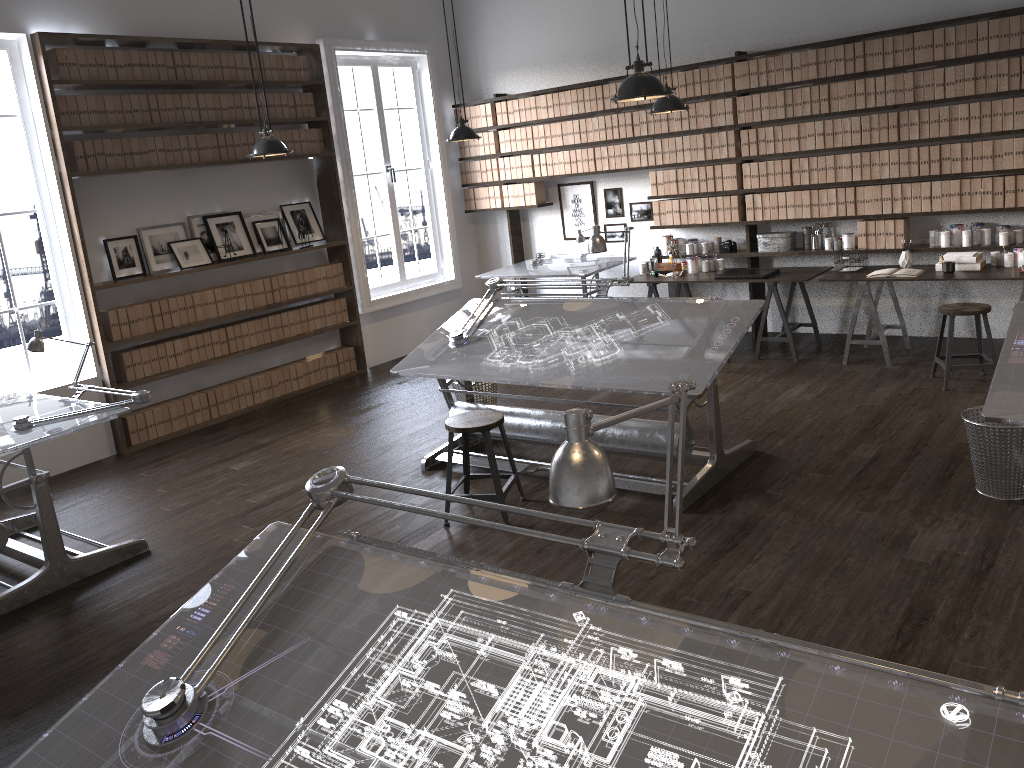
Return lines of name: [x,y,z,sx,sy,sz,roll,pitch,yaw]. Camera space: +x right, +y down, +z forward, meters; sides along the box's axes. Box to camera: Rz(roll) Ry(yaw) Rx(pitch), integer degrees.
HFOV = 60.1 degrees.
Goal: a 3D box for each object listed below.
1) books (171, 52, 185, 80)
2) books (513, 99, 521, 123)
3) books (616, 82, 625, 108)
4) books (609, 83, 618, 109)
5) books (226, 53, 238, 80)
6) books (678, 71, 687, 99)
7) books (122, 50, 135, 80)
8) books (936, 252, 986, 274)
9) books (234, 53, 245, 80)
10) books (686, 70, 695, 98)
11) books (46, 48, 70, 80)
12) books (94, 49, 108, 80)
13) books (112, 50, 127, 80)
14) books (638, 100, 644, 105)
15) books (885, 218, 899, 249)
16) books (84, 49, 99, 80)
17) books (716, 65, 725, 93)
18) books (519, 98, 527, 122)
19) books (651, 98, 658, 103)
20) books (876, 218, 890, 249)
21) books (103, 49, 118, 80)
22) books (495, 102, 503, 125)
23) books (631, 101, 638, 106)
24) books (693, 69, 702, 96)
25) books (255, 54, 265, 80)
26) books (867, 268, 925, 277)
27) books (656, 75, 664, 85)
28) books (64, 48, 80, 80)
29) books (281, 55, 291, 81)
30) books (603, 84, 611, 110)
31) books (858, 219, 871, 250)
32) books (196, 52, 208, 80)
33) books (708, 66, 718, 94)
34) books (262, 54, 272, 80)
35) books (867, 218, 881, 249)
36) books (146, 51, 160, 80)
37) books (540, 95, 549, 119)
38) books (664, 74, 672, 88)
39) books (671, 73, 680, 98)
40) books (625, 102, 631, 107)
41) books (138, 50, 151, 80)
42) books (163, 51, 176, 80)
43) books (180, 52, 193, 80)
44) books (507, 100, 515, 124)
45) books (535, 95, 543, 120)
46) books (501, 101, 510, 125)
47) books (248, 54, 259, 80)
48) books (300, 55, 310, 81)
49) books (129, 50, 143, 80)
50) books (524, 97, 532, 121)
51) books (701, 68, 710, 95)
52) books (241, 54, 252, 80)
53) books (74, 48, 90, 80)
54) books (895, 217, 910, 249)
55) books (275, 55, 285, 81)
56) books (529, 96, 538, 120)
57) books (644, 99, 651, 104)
books: [-2.649,-2.467,6.919,0.175,0.223,0.067,3,15,38]
books: [0.095,-2.724,8.842,0.067,0.223,0.176,2,15,37]
books: [1.037,-2.652,8.123,0.067,0.223,0.176,2,15,37]
books: [0.979,-2.655,8.163,0.067,0.223,0.176,2,15,37]
books: [-2.354,-2.594,7.295,0.175,0.223,0.067,3,15,38]
books: [1.527,-2.612,7.739,0.067,0.223,0.176,2,15,37]
books: [-2.904,-2.357,6.596,0.175,0.223,0.067,3,15,38]
books: [3.258,-0.901,6.451,0.295,0.146,0.389,4,17,37]
books: [-2.311,-2.613,7.351,0.175,0.223,0.067,3,15,38]
books: [1.585,-2.607,7.695,0.067,0.223,0.176,2,15,37]
books: [-3.194,-2.229,6.216,0.175,0.223,0.067,3,15,38]
books: [-3.028,-2.303,6.438,0.175,0.223,0.067,3,15,38]
books: [-2.941,-2.340,6.547,0.175,0.223,0.067,3,15,38]
books: [1.199,-2.639,7.997,0.067,0.223,0.176,2,15,37]
books: [3.006,-1.190,6.988,0.067,0.223,0.176,2,15,37]
books: [-3.071,-2.285,6.386,0.174,0.223,0.067,3,15,38]
books: [1.807,-2.591,7.529,0.067,0.223,0.176,2,15,37]
books: [0.153,-2.721,8.802,0.067,0.223,0.176,2,15,37]
books: [1.304,-2.630,7.912,0.067,0.223,0.176,2,15,37]
books: [2.952,-1.195,7.034,0.067,0.223,0.176,2,15,37]
books: [-2.983,-2.321,6.490,0.175,0.223,0.067,3,15,38]
books: [-0.077,-2.739,8.979,0.067,0.223,0.176,2,15,37]
books: [1.143,-2.642,8.034,0.067,0.223,0.176,2,15,37]
books: [1.637,-2.604,7.660,0.067,0.223,0.176,2,15,37]
books: [-2.188,-2.669,7.517,0.175,0.223,0.067,3,15,38]
books: [2.843,-0.826,6.567,0.355,0.029,0.258,4,18,37]
books: [1.362,-2.626,7.872,0.067,0.223,0.176,2,15,37]
books: [-3.151,-2.248,6.272,0.175,0.223,0.067,3,15,38]
books: [-2.021,-2.740,7.724,0.175,0.223,0.067,3,15,38]
books: [0.925,-2.661,8.210,0.067,0.223,0.176,2,15,37]
books: [2.839,-1.202,7.114,0.067,0.223,0.176,2,15,37]
books: [-2.523,-2.522,7.083,0.174,0.223,0.067,3,15,38]
books: [1.754,-2.596,7.574,0.067,0.223,0.176,2,15,37]
books: [-2.143,-2.687,7.569,0.175,0.223,0.067,3,15,38]
books: [2.896,-1.200,7.077,0.067,0.223,0.176,2,15,37]
books: [-2.782,-2.410,6.755,0.174,0.223,0.067,3,15,38]
books: [0.364,-2.704,8.636,0.067,0.223,0.176,2,15,37]
books: [1.419,-2.622,7.831,0.067,0.223,0.176,2,15,37]
books: [1.472,-2.617,7.786,0.067,0.223,0.176,2,15,37]
books: [1.093,-2.648,8.080,0.067,0.223,0.176,2,15,37]
books: [-2.825,-2.392,6.700,0.175,0.223,0.067,3,15,38]
books: [-2.698,-2.448,6.864,0.175,0.223,0.067,3,15,38]
books: [-2.608,-2.486,6.979,0.175,0.223,0.067,3,15,38]
books: [0.041,-2.730,8.888,0.067,0.223,0.176,2,15,37]
books: [0.315,-2.708,8.676,0.067,0.223,0.176,2,15,37]
books: [-0.022,-2.733,8.930,0.067,0.223,0.176,2,15,37]
books: [-2.231,-2.651,7.464,0.174,0.223,0.067,3,15,38]
books: [-1.897,-2.794,7.886,0.174,0.223,0.067,3,15,38]
books: [-2.861,-2.374,6.645,0.175,0.223,0.067,3,15,38]
books: [0.209,-2.717,8.758,0.067,0.223,0.176,2,15,37]
books: [1.697,-2.600,7.615,0.067,0.223,0.176,2,15,37]
books: [-2.270,-2.632,7.408,0.174,0.223,0.067,3,15,38]
books: [-3.110,-2.267,6.329,0.174,0.223,0.067,3,15,38]
books: [3.065,-1.186,6.948,0.067,0.223,0.176,2,15,37]
books: [-2.064,-2.723,7.675,0.175,0.223,0.067,3,15,38]
books: [0.259,-2.711,8.713,0.067,0.223,0.176,2,15,37]
books: [1.248,-2.634,7.958,0.067,0.223,0.176,2,15,37]
